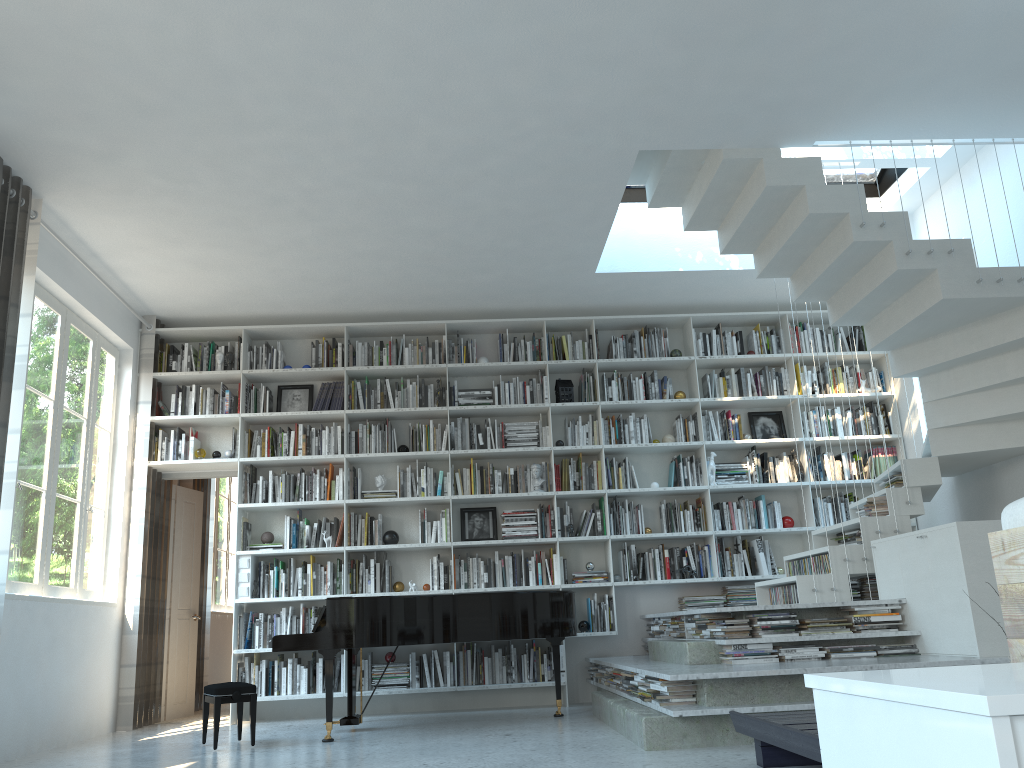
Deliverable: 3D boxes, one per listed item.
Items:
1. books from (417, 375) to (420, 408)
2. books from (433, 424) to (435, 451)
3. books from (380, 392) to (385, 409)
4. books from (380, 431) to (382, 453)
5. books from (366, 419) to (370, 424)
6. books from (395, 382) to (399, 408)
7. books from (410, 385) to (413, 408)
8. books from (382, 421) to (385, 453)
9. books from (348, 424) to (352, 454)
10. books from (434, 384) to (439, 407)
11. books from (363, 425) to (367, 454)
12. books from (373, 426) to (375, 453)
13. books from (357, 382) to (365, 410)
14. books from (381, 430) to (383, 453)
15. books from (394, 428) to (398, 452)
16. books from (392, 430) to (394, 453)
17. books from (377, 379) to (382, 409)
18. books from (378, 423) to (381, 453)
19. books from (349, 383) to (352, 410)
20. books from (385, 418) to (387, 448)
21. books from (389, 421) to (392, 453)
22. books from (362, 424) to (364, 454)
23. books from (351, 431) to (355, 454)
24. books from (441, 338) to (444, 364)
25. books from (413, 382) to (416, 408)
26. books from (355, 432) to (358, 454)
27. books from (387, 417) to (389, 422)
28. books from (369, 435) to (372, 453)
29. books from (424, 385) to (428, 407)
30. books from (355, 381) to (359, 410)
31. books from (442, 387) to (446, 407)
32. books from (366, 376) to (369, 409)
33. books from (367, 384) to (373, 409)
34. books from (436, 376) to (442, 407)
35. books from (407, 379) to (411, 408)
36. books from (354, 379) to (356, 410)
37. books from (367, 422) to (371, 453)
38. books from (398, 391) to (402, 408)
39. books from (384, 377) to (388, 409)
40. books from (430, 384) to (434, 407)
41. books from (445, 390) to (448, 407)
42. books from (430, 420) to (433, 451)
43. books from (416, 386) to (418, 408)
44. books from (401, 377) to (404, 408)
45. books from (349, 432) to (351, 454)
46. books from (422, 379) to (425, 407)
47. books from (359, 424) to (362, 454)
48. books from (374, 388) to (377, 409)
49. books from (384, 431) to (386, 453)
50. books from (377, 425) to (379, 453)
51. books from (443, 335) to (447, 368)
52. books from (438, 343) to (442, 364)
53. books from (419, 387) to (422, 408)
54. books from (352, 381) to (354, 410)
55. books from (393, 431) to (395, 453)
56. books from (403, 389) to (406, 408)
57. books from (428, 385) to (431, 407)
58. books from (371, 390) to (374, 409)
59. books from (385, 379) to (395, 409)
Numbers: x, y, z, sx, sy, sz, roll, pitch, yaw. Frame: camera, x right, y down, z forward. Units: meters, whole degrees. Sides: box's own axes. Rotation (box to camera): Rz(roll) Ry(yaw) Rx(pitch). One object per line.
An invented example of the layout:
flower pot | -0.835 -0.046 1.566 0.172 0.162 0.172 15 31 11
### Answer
books | -0.789 0.097 7.493 0.011 0.312 0.184 -2 -15 -3
books | -0.652 0.476 7.409 0.010 0.256 0.140 -2 -15 -3
books | -1.086 0.175 7.473 0.034 0.180 0.160 -2 -15 -3
books | -1.085 0.509 7.362 0.011 0.208 0.181 -2 -15 -3
books | -1.198 0.466 7.389 0.011 0.316 0.155 -2 -15 -3
books | -0.969 0.130 7.489 0.027 0.264 0.169 -2 -15 -3
books | -0.844 0.140 7.474 0.021 0.225 0.192 -2 -15 -3
books | -1.065 0.470 7.379 0.011 0.290 0.177 -2 -15 -3
books | -1.349 0.488 7.379 0.012 0.284 0.160 -2 -15 -3
books | -0.634 0.117 7.498 0.055 0.263 0.167 -2 -15 -3
books | -1.213 0.490 7.369 0.024 0.261 0.178 -2 -15 -3
books | -1.138 0.489 7.358 0.012 0.251 0.184 -2 -15 -3
books | -1.266 0.135 7.473 0.067 0.273 0.168 -2 -15 -3
books | -1.076 0.507 7.389 0.011 0.226 0.130 -2 -15 -3
books | -0.965 0.499 7.388 0.031 0.231 0.148 -2 -15 -3
books | -0.989 0.509 7.394 0.012 0.217 0.151 -2 -15 -3
books | -1.116 0.119 7.476 0.023 0.292 0.156 -2 -15 -3
books | -1.098 0.478 7.377 0.011 0.278 0.169 -2 -15 -3
books | -1.346 0.141 7.447 0.023 0.255 0.175 -2 -15 -3
books | -1.047 0.459 7.397 0.004 0.320 0.153 -2 -15 -3
books | -1.009 0.469 7.376 0.011 0.286 0.189 -2 -15 -3
books | -1.231 0.483 7.368 0.012 0.275 0.157 -2 -15 -3
books | -1.313 0.517 7.381 0.029 0.224 0.137 -2 -15 -3
books | -0.593 -0.239 7.599 0.014 0.266 0.172 -2 -15 -3
books | -0.821 0.127 7.497 0.028 0.260 0.136 -2 -15 -3
books | -1.286 0.519 7.381 0.024 0.218 0.140 -2 -15 -3
books | -1.028 0.454 7.402 0.005 0.330 0.162 -2 -15 -3
books | -1.166 0.527 7.370 0.029 0.186 0.149 -2 -15 -3
books | -0.721 0.142 7.487 0.030 0.217 0.183 -2 -15 -3
books | -1.305 0.128 7.466 0.010 0.286 0.148 -2 -15 -3
books | -0.576 0.147 7.519 0.028 0.211 0.135 -2 -15 -3
books | -1.217 0.110 7.465 0.012 0.314 0.172 -2 -15 -3
books | -1.194 0.145 7.459 0.031 0.241 0.182 -2 -15 -3
books | -0.619 0.098 7.504 0.058 0.301 0.175 -2 -15 -3
books | -0.870 0.118 7.503 0.026 0.285 0.138 -2 -15 -3
books | -1.318 0.125 7.490 0.014 0.308 0.130 -2 -15 -3
books | -1.186 0.476 7.365 0.010 0.282 0.184 -2 -15 -3
books | -0.940 0.168 7.473 0.028 0.179 0.168 -2 -15 -3
books | -1.066 0.112 7.500 0.013 0.314 0.135 -2 -15 -3
books | -0.673 0.136 7.511 0.024 0.236 0.153 -2 -15 -3
books | -0.552 0.156 7.524 0.019 0.193 0.098 -2 -15 -3
books | -0.668 0.462 7.405 0.022 0.284 0.190 -2 -15 -3
books | -0.800 0.140 7.491 0.013 0.230 0.142 -2 -15 -3
books | -0.923 0.106 7.491 0.012 0.307 0.145 -2 -15 -3
books | -1.333 0.520 7.354 0.015 0.207 0.186 -2 -15 -3
books | -0.749 0.113 7.515 0.022 0.289 0.147 -2 -15 -3
books | -1.250 0.483 7.371 0.026 0.278 0.151 -2 -15 -3
books | -1.140 0.156 7.465 0.029 0.218 0.158 -2 -15 -3
books | -1.053 0.513 7.394 0.012 0.216 0.133 -2 -15 -3
books | -1.107 0.485 7.368 0.009 0.260 0.181 -2 -15 -3
books | -0.573 -0.251 7.599 0.026 0.287 0.176 -2 -15 -3
books | -0.611 -0.220 7.585 0.026 0.224 0.172 -2 -15 -3
books | -0.770 0.151 7.501 0.024 0.213 0.150 -2 -15 -3
books | -1.330 0.132 7.466 0.013 0.282 0.159 -2 -15 -3
books | -0.981 0.512 7.392 0.004 0.209 0.132 -2 -15 -3
books | -0.904 0.159 7.504 0.024 0.211 0.128 -2 -15 -3
books | -0.695 0.140 7.493 0.022 0.222 0.161 -2 -15 -3
books | -1.167 0.167 7.468 0.024 0.201 0.154 -2 -15 -3
books | -1.020 0.118 7.474 0.075 0.284 0.179 -2 -15 -3
